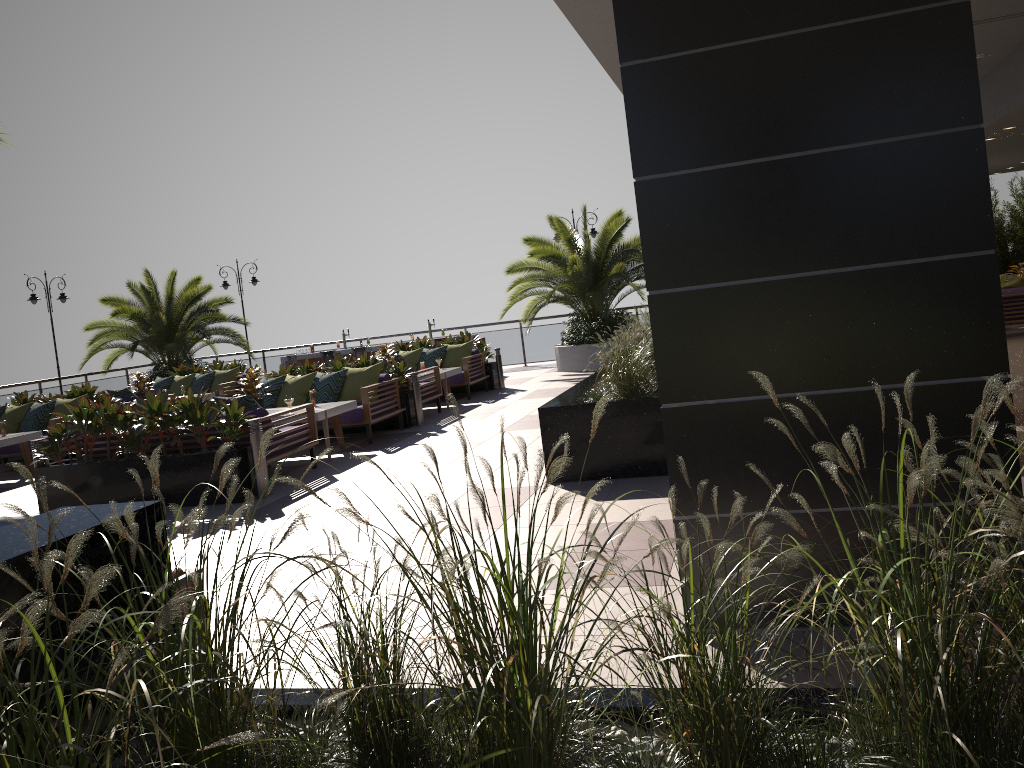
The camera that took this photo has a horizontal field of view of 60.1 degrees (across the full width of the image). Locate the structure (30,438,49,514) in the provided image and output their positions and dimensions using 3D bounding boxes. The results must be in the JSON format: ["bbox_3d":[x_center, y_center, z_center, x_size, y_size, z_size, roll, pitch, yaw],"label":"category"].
[{"bbox_3d":[-4.526,0.881,8.541,0.100,0.699,0.181,-7,2,16],"label":"structure"}]

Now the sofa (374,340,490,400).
[{"bbox_3d":[-1.573,-0.167,14.853,2.122,0.918,1.124,-6,4,16],"label":"sofa"}]

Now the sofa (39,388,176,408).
[{"bbox_3d":[-6.474,0.529,13.834,2.122,0.918,1.124,-6,4,16],"label":"sofa"}]

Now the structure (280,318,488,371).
[{"bbox_3d":[-2.763,-0.599,18.907,4.393,1.326,0.808,-6,3,16],"label":"structure"}]

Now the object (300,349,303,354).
[{"bbox_3d":[-4.677,-0.670,19.636,0.105,0.208,0.105,-7,2,-9],"label":"object"}]

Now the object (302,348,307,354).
[{"bbox_3d":[-4.569,-0.676,19.551,0.105,0.208,0.105,-7,2,-9],"label":"object"}]

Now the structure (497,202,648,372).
[{"bbox_3d":[1.547,-1.998,17.575,3.816,3.296,3.747,-9,4,-31],"label":"structure"}]

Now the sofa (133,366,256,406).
[{"bbox_3d":[-5.851,0.249,16.057,2.122,0.918,1.124,-6,4,16],"label":"sofa"}]

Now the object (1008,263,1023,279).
[{"bbox_3d":[8.438,-1.743,14.664,0.429,0.525,0.427,-5,4,33],"label":"object"}]

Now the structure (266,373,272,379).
[{"bbox_3d":[-4.508,0.147,16.563,0.100,0.699,0.181,-7,2,16],"label":"structure"}]

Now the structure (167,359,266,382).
[{"bbox_3d":[-5.691,0.131,16.827,2.246,1.170,0.740,-6,3,17],"label":"structure"}]

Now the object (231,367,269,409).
[{"bbox_3d":[-2.935,0.081,10.022,0.429,0.525,0.427,-5,4,33],"label":"object"}]

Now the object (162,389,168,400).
[{"bbox_3d":[-5.668,0.180,14.479,0.067,0.189,0.084,-9,3,-44],"label":"object"}]

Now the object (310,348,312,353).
[{"bbox_3d":[-4.441,-0.693,19.566,0.105,0.208,0.105,-7,2,-9],"label":"object"}]

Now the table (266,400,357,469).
[{"bbox_3d":[-2.863,0.612,10.062,2.033,0.552,0.946,-6,5,16],"label":"table"}]

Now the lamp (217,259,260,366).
[{"bbox_3d":[-6.475,-1.387,21.509,1.120,3.321,0.265,-6,2,16],"label":"lamp"}]

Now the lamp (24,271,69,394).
[{"bbox_3d":[-9.605,-0.739,18.630,0.263,3.321,1.126,-7,2,16],"label":"lamp"}]

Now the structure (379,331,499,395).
[{"bbox_3d":[-1.361,-0.294,15.644,2.246,1.170,0.740,-6,3,17],"label":"structure"}]

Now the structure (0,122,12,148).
[{"bbox_3d":[-6.474,-1.512,6.679,4.695,6.491,4.768,-5,3,34],"label":"structure"}]

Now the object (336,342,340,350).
[{"bbox_3d":[-3.704,-0.809,18.881,0.069,0.181,0.069,-7,2,-12],"label":"object"}]

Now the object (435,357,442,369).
[{"bbox_3d":[-1.147,-0.329,13.916,0.106,0.197,0.105,-9,3,-41],"label":"object"}]

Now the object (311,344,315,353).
[{"bbox_3d":[-4.283,-0.757,19.039,0.084,0.189,0.067,-5,3,41],"label":"object"}]

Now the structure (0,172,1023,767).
[{"bbox_3d":[4.046,-1.229,6.698,7.802,3.115,24.844,-6,5,16],"label":"structure"}]

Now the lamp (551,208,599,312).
[{"bbox_3d":[1.507,-2.165,19.261,1.120,3.321,0.265,-6,2,16],"label":"lamp"}]

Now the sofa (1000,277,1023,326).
[{"bbox_3d":[8.182,-1.242,13.462,2.122,0.918,1.124,-6,4,16],"label":"sofa"}]

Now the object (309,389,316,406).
[{"bbox_3d":[-2.278,0.159,10.137,0.067,0.189,0.084,-9,3,-44],"label":"object"}]

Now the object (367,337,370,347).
[{"bbox_3d":[-3.034,-0.889,18.691,0.069,0.211,0.069,-7,2,-1],"label":"object"}]

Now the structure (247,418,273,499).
[{"bbox_3d":[-2.256,0.660,7.902,0.100,0.699,0.181,-7,2,16],"label":"structure"}]

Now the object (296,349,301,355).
[{"bbox_3d":[-4.701,-0.657,19.524,0.105,0.208,0.105,-7,2,-9],"label":"object"}]

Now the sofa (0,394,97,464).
[{"bbox_3d":[-6.844,0.708,12.376,2.122,0.918,1.124,-6,4,16],"label":"sofa"}]

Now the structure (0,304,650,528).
[{"bbox_3d":[-4.727,0.384,12.268,12.893,1.056,17.585,-6,5,16],"label":"structure"}]

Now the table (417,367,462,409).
[{"bbox_3d":[-1.858,0.154,13.724,2.033,0.552,0.946,-6,5,16],"label":"table"}]

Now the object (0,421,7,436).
[{"bbox_3d":[-6.548,0.569,11.407,0.067,0.189,0.084,-9,3,-44],"label":"object"}]

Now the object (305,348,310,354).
[{"bbox_3d":[-4.481,-0.679,19.465,0.105,0.208,0.105,-7,2,-9],"label":"object"}]

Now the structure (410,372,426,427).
[{"bbox_3d":[-1.240,0.197,11.606,0.100,0.699,0.181,-7,2,16],"label":"structure"}]

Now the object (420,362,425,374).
[{"bbox_3d":[-1.337,-0.240,13.282,0.069,0.181,0.069,-7,2,4],"label":"object"}]

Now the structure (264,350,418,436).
[{"bbox_3d":[-2.381,0.173,11.909,2.414,1.171,0.704,-6,3,17],"label":"structure"}]

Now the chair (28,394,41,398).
[{"bbox_3d":[-9.408,0.639,17.133,0.713,0.814,0.717,-6,3,16],"label":"chair"}]

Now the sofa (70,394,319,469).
[{"bbox_3d":[-3.181,0.570,8.947,2.122,0.918,1.124,-6,4,16],"label":"sofa"}]

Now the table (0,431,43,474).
[{"bbox_3d":[-7.138,1.029,11.266,2.033,0.552,0.946,-6,5,16],"label":"table"}]

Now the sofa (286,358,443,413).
[{"bbox_3d":[-2.188,0.111,12.628,2.122,0.918,1.124,-6,4,16],"label":"sofa"}]

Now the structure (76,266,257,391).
[{"bbox_3d":[-7.830,-1.079,20.155,3.808,3.296,3.754,-8,4,-16],"label":"structure"}]

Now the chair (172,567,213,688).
[{"bbox_3d":[-1.505,0.967,2.881,0.712,0.814,0.718,-6,3,16],"label":"chair"}]

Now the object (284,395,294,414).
[{"bbox_3d":[-2.415,0.220,9.612,0.106,0.197,0.105,-9,3,-41],"label":"object"}]

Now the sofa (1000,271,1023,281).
[{"bbox_3d":[8.860,-1.551,15.934,2.122,0.918,1.124,-6,4,16],"label":"sofa"}]

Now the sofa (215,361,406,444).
[{"bbox_3d":[-2.558,0.290,11.169,2.122,0.918,1.124,-6,4,16],"label":"sofa"}]

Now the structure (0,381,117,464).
[{"bbox_3d":[-6.733,0.598,13.114,2.245,1.170,0.717,-6,3,12],"label":"structure"}]

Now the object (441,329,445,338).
[{"bbox_3d":[-1.414,-1.040,18.231,0.069,0.197,0.082,-9,3,-38],"label":"object"}]

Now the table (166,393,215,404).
[{"bbox_3d":[-6.133,0.571,14.927,2.033,0.552,0.946,-6,5,16],"label":"table"}]

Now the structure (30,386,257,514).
[{"bbox_3d":[-3.400,0.636,8.207,2.246,1.170,0.740,-6,3,17],"label":"structure"}]

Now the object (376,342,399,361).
[{"bbox_3d":[-1.930,-0.376,13.670,0.424,0.525,0.432,-5,3,28],"label":"object"}]

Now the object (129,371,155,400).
[{"bbox_3d":[-6.254,0.047,14.877,0.429,0.525,0.427,-4,4,43],"label":"object"}]

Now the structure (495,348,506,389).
[{"bbox_3d":[-0.212,-0.272,15.354,0.100,0.699,0.181,-7,2,16],"label":"structure"}]

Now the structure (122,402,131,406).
[{"bbox_3d":[-5.536,0.615,12.816,0.100,0.699,0.181,-7,2,16],"label":"structure"}]

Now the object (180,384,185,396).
[{"bbox_3d":[-5.614,0.105,15.104,0.069,0.211,0.069,-7,2,4],"label":"object"}]
